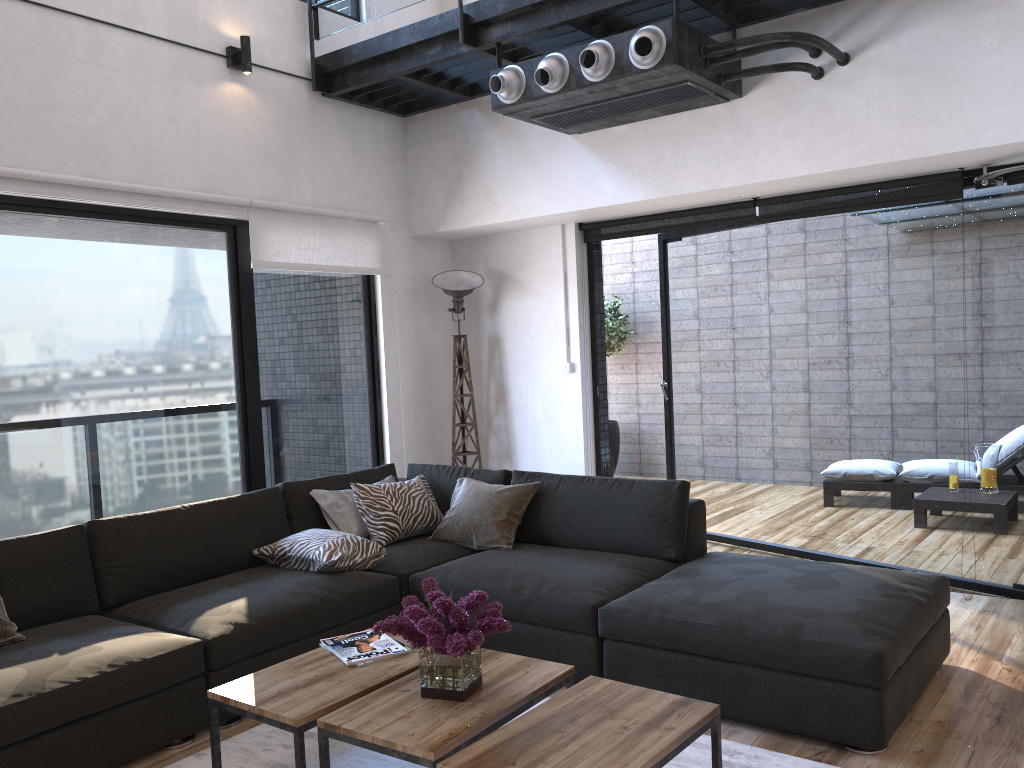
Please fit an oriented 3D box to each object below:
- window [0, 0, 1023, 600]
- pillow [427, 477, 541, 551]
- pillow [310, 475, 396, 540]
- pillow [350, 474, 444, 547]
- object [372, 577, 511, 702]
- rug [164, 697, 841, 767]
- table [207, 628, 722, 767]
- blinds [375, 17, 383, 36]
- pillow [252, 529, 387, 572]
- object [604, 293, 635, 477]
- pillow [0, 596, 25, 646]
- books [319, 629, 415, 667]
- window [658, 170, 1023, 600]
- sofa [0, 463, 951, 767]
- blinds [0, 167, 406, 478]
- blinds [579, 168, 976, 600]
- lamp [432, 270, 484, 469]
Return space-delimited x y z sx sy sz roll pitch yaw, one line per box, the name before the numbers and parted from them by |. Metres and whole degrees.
window | -1.145 -1.319 2.181 5.663 5.572 13.386 -1 3 37
pillow | -0.146 0.635 4.342 0.547 0.309 0.273 -1 3 36
pillow | -0.722 0.648 4.511 0.234 0.294 0.611 0 3 38
pillow | -0.560 0.620 4.467 0.250 0.314 0.531 0 3 41
object | -0.171 0.688 2.472 0.375 0.343 0.341 -1 3 38
rug | -0.108 1.208 2.455 2.113 0.003 1.635 -1 3 37
table | -0.150 1.034 2.464 1.298 0.350 0.696 -1 3 37
blinds | -3.118 -2.547 0.772 1.995 2.978 10.195 -2 2 15
pillow | -0.873 0.759 4.006 0.531 0.178 0.355 -1 3 35
object | 0.810 -0.014 8.738 0.812 1.864 0.800 -3 3 -10
pillow | -1.953 0.728 2.924 0.265 0.382 0.609 0 3 37
books | -0.475 0.851 2.875 0.228 0.013 0.295 -4 3 -32
window | 1.758 0.011 5.084 0.100 2.052 2.448 -5 3 -36
sofa | -0.384 0.845 3.146 2.999 0.701 3.041 -1 3 37
blinds | -2.270 0.141 3.428 0.095 2.045 5.364 0 3 37
blinds | 2.468 -0.029 4.885 3.860 2.054 1.827 -3 3 -9
lamp | -0.446 0.205 5.249 0.425 1.829 1.467 -1 3 22
